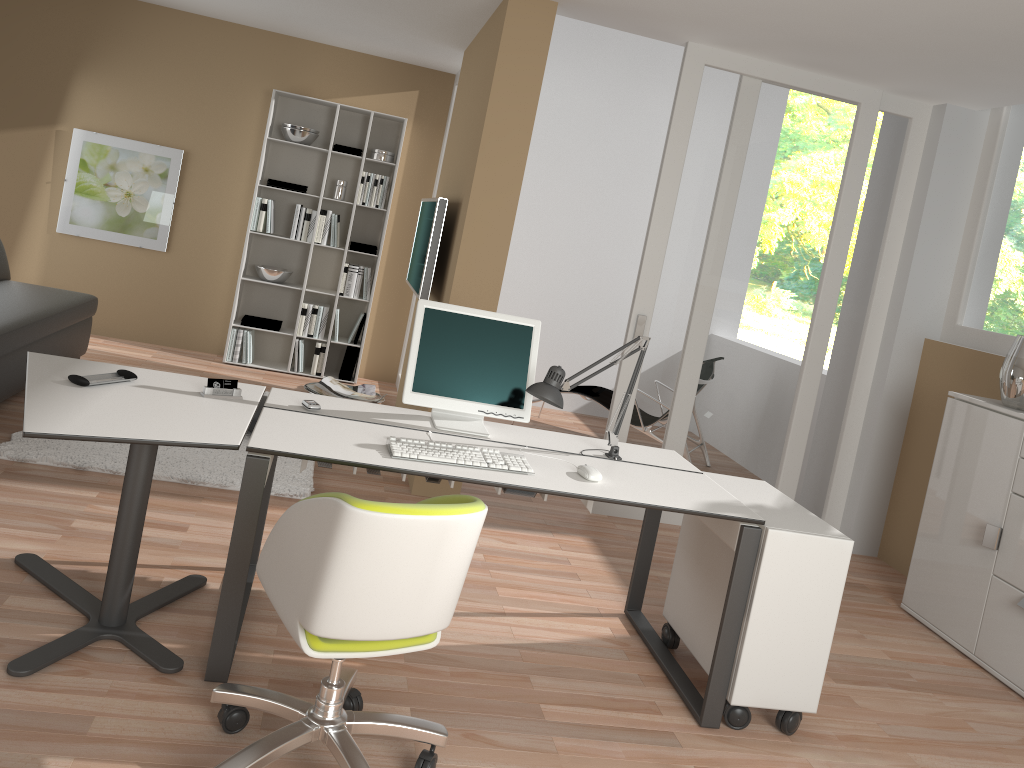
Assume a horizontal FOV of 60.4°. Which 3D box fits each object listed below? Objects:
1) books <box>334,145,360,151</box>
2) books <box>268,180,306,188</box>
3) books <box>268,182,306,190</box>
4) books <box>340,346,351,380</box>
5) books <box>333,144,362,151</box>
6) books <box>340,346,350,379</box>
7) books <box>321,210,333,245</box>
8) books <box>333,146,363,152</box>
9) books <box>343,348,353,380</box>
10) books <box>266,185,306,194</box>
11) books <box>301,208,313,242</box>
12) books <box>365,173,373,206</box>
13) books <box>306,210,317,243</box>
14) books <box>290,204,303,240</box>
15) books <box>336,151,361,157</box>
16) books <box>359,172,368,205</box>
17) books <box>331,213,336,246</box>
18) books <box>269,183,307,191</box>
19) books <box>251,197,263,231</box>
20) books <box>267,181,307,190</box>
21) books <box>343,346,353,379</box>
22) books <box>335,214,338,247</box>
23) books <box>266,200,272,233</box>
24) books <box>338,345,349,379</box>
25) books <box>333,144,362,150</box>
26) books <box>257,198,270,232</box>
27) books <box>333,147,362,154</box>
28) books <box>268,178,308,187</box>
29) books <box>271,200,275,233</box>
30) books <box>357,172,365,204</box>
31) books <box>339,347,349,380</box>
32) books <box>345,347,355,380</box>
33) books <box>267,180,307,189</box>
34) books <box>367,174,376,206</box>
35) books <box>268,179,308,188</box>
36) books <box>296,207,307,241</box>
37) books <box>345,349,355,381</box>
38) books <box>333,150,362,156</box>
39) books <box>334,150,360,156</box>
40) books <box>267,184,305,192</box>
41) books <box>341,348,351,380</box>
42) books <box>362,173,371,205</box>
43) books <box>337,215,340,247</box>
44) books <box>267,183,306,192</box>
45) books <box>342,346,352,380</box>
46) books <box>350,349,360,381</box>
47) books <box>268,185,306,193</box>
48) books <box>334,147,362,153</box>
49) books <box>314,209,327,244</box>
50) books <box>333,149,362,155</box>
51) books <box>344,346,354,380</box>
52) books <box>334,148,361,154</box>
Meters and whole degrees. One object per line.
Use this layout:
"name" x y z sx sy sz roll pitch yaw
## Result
"books" -1.308 -1.870 7.010 0.209 0.008 0.302 8 10 -17
"books" -1.764 -1.574 6.929 0.296 0.008 0.214 9 10 -12
"books" -1.766 -1.557 6.926 0.296 0.006 0.214 9 10 -12
"books" -1.343 -0.185 7.100 0.032 0.269 0.217 11 5 -12
"books" -1.310 -1.876 7.006 0.209 0.007 0.302 8 10 -17
"books" -1.348 -0.186 7.099 0.032 0.269 0.217 11 5 -12
"books" -1.472 -1.246 7.006 0.040 0.274 0.210 11 5 -12
"books" -1.309 -1.865 7.010 0.209 0.008 0.302 8 10 -17
"books" -1.320 -0.181 7.101 0.032 0.272 0.222 11 5 -12
"books" -1.773 -1.530 6.926 0.296 0.007 0.214 9 10 -12
"books" -1.620 -1.260 6.960 0.040 0.257 0.210 11 5 -12
"books" -1.143 -1.550 7.023 0.020 0.257 0.210 11 5 -12
"books" -1.582 -1.251 6.975 0.040 0.250 0.210 11 5 -12
"books" -1.700 -1.282 6.949 0.040 0.274 0.210 11 5 -12
"books" -1.321 -1.828 7.012 0.209 0.007 0.302 8 10 -17
"books" -1.184 -1.557 7.017 0.020 0.257 0.210 11 5 -12
"books" -1.426 -1.229 7.012 0.060 0.258 0.210 11 5 -12
"books" -1.767 -1.552 6.927 0.296 0.006 0.214 9 10 -12
"books" -1.993 -1.332 6.887 0.040 0.257 0.210 11 5 -12
"books" -1.766 -1.563 6.924 0.296 0.006 0.214 10 10 -10
"books" -1.326 -0.179 7.100 0.032 0.267 0.214 11 5 -12
"books" -1.401 -1.222 7.013 0.058 0.256 0.210 11 5 -12
"books" -1.900 -1.316 6.903 0.060 0.258 0.211 11 5 -12
"books" -1.358 -0.184 7.094 0.032 0.267 0.214 11 5 -12
"books" -1.308 -1.880 7.005 0.209 0.006 0.302 8 10 -17
"books" -1.946 -1.323 6.891 0.040 0.257 0.210 11 5 -12
"books" -1.314 -1.854 7.009 0.209 0.006 0.302 8 10 -17
"books" -1.758 -1.583 6.926 0.296 0.006 0.214 9 10 -12
"books" -1.879 -1.314 6.918 0.058 0.256 0.210 11 5 -12
"books" -1.203 -1.559 7.006 0.020 0.257 0.210 11 5 -12
"books" -1.353 -0.184 7.093 0.032 0.267 0.214 11 5 -12
"books" -1.310 -0.176 7.103 0.032 0.267 0.214 11 5 -12
"books" -1.765 -1.569 6.929 0.296 0.008 0.214 9 10 -12
"books" -1.122 -1.547 7.027 0.020 0.257 0.210 11 5 -12
"books" -1.759 -1.578 6.925 0.296 0.007 0.214 9 10 -12
"books" -1.662 -1.267 6.957 0.040 0.257 0.210 11 5 -12
"books" -1.305 -0.176 7.103 0.032 0.267 0.214 11 5 -12
"books" -1.317 -1.838 7.011 0.209 0.006 0.302 8 10 -17
"books" -1.318 -1.833 7.012 0.209 0.006 0.302 8 10 -17
"books" -1.770 -1.541 6.927 0.296 0.006 0.214 9 10 -12
"books" -1.336 -0.183 7.096 0.032 0.270 0.220 11 5 -12
"books" -1.163 -1.553 7.018 0.020 0.257 0.210 11 5 -12
"books" -1.386 -1.224 7.032 0.058 0.256 0.210 11 5 -12
"books" -1.771 -1.547 6.926 0.296 0.006 0.214 9 10 -13
"books" -1.331 -0.180 7.099 0.032 0.267 0.214 11 5 -12
"books" -1.268 -0.170 7.112 0.032 0.267 0.214 11 5 -12
"books" -1.772 -1.535 6.927 0.296 0.006 0.214 9 10 -12
"books" -1.314 -1.861 7.010 0.209 0.006 0.302 9 10 -15
"books" -1.517 -1.252 6.996 0.053 0.270 0.210 11 5 -12
"books" -1.317 -1.845 7.013 0.209 0.006 0.303 8 10 -18
"books" -1.315 -0.178 7.102 0.032 0.267 0.214 11 5 -12
"books" -1.315 -1.849 7.009 0.209 0.006 0.302 8 10 -17
